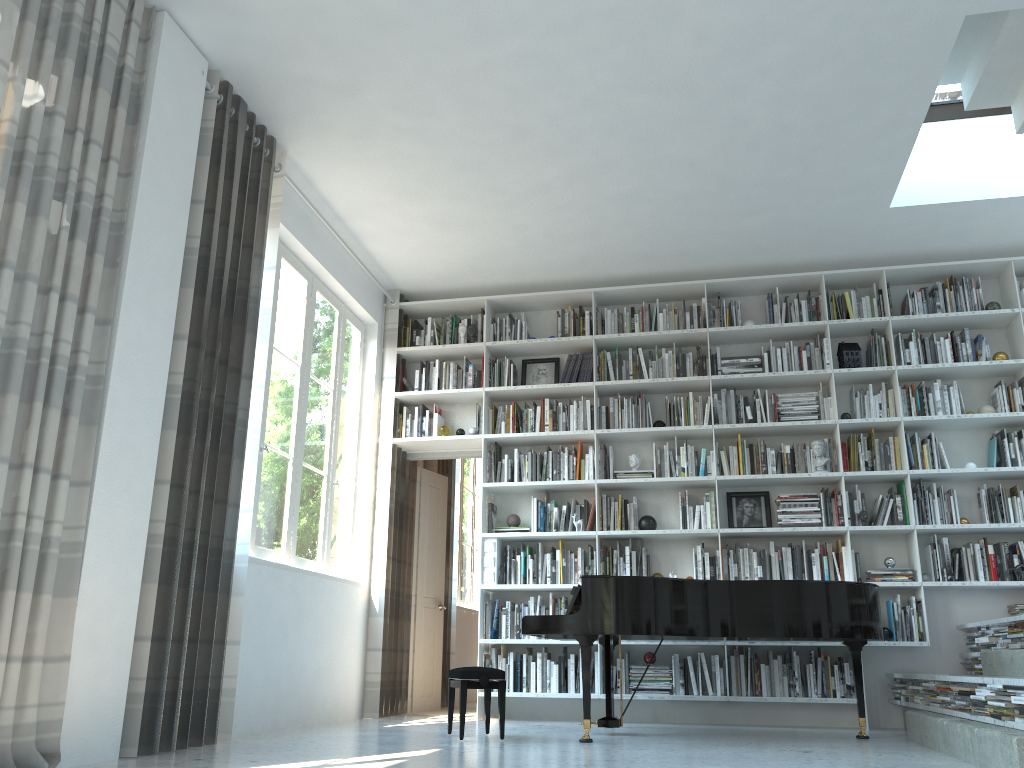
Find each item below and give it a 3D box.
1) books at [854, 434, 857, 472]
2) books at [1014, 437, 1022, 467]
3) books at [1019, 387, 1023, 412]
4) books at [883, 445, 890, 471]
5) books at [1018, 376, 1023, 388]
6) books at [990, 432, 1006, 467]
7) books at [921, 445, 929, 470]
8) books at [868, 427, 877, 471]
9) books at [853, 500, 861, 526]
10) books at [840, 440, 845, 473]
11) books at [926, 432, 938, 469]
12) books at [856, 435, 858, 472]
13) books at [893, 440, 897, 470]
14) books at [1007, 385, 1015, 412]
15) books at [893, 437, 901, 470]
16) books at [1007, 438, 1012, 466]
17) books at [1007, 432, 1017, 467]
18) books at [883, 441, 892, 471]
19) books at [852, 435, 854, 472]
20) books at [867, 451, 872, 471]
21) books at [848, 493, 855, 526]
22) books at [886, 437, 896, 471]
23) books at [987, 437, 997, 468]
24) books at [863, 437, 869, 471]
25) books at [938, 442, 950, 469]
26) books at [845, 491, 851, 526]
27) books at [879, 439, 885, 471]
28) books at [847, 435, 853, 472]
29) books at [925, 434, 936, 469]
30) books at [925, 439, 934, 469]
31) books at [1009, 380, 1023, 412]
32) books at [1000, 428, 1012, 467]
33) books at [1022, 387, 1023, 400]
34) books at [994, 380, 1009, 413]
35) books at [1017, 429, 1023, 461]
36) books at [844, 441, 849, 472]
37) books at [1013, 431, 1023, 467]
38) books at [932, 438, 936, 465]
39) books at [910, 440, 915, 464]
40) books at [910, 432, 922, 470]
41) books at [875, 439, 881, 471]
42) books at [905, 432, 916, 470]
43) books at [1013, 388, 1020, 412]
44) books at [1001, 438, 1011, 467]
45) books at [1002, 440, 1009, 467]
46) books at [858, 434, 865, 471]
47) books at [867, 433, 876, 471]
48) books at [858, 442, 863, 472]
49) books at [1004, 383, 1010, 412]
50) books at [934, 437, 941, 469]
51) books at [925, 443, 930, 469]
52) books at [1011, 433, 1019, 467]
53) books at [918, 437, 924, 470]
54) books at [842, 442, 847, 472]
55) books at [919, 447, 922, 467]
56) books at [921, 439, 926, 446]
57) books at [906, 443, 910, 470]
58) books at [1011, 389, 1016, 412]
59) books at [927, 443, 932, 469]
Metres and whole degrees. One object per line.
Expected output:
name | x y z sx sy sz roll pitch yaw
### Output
books | 2.397 0.512 6.217 0.035 0.292 0.145 -3 -17 12
books | 3.399 0.490 5.999 0.012 0.223 0.178 -3 -17 12
books | 3.475 0.145 6.088 0.013 0.204 0.174 -3 -17 12
books | 2.584 0.542 6.160 0.034 0.203 0.182 -3 -18 12
books | 3.508 0.107 6.090 0.005 0.277 0.183 -3 -17 12
books | 3.308 0.479 6.034 0.021 0.263 0.175 -3 -17 12
books | 2.827 0.532 6.098 0.017 0.191 0.192 -3 -18 12
books | 2.523 0.486 6.205 0.021 0.336 0.170 -3 -17 12
books | 2.362 0.910 6.098 0.027 0.191 0.183 -3 -18 12
books | 2.316 0.540 6.248 0.015 0.254 0.151 -3 -17 12
books | 2.903 0.490 6.123 0.013 0.286 0.159 -3 -17 12
books | 2.413 0.515 6.228 0.035 0.292 0.145 -3 -17 12
books | 2.657 0.527 6.180 0.019 0.247 0.149 -3 -17 12
books | 3.425 0.141 6.119 0.016 0.227 0.160 -3 -17 12
books | 2.676 0.515 6.177 0.033 0.268 0.142 -3 -17 12
books | 3.362 0.496 6.028 0.007 0.229 0.147 -3 -17 12
books | 3.372 0.475 6.016 0.018 0.262 0.165 -3 -17 12
books | 2.613 0.530 6.178 0.028 0.239 0.146 -3 -17 12
books | 2.388 0.517 6.233 0.035 0.292 0.145 -3 -17 12
books | 2.495 0.569 6.208 0.030 0.180 0.132 -3 -17 12
books | 2.339 0.889 6.131 0.028 0.252 0.143 -3 -17 12
books | 2.636 0.514 6.172 0.032 0.265 0.143 -3 -17 12
books | 3.273 0.495 6.044 0.056 0.240 0.154 -3 -17 12
books | 2.470 0.523 6.225 0.035 0.277 0.139 -3 -17 12
books | 2.950 0.520 6.083 0.051 0.209 0.177 -3 -17 12
books | 2.314 0.886 6.141 0.024 0.262 0.154 -3 -17 12
books | 2.559 0.523 6.163 0.027 0.241 0.189 -3 -17 12
books | 2.373 0.514 6.226 0.035 0.292 0.145 -3 -17 12
books | 2.887 0.498 6.118 0.006 0.269 0.179 -3 -17 12
books | 2.878 0.514 6.125 0.017 0.242 0.133 -3 -17 12
books | 3.462 0.121 6.100 0.016 0.256 0.176 -3 -17 12
books | 3.353 0.465 6.038 0.013 0.294 0.154 -3 -17 12
books | 3.500 0.144 6.087 0.012 0.205 0.170 -3 -17 12
books | 3.380 0.121 6.122 0.015 0.266 0.164 -3 -17 12
books | 3.439 0.462 5.991 0.012 0.272 0.184 -3 -17 12
books | 2.349 0.545 6.250 0.013 0.246 0.177 -3 -17 12
books | 3.422 0.470 6.016 0.032 0.273 0.155 -3 -17 12
books | 2.894 0.497 6.123 0.006 0.273 0.167 -3 -17 12
books | 2.770 0.521 6.154 0.007 0.243 0.146 -3 -17 12
books | 2.785 0.493 6.121 0.013 0.278 0.192 -3 -17 12
books | 2.541 0.527 6.192 0.033 0.252 0.175 -3 -17 12
books | 2.745 0.496 6.146 0.035 0.287 0.192 -3 -17 12
books | 3.450 0.151 6.104 0.013 0.201 0.174 -3 -17 12
books | 3.337 0.497 6.015 0.013 0.218 0.188 -3 -17 12
books | 3.327 0.502 6.016 0.006 0.209 0.188 -3 -18 12
books | 2.446 0.509 6.210 0.019 0.293 0.164 -3 -17 12
books | 2.506 0.502 6.184 0.019 0.292 0.183 -3 -17 12
books | 2.430 0.541 6.207 0.015 0.231 0.180 -3 -17 12
books | 3.398 0.135 6.126 0.016 0.243 0.152 -3 -17 12
books | 2.926 0.508 6.121 0.007 0.253 0.161 -3 -17 12
books | 2.855 0.530 6.121 0.014 0.208 0.157 -3 -17 12
books | 3.388 0.476 6.013 0.015 0.258 0.152 -3 -17 12
books | 2.818 0.511 6.139 0.013 0.255 0.145 -3 -17 12
books | 2.332 0.544 6.242 0.014 0.243 0.145 -3 -17 12
books | 2.803 0.540 6.128 0.014 0.192 0.147 -3 -17 12
books | 2.844 0.515 6.127 0.008 0.241 0.169 -3 -17 12
books | 2.726 0.532 6.150 0.015 0.219 0.155 -3 -17 12
books | 3.440 0.153 6.118 0.012 0.205 0.138 -3 -17 12
books | 2.863 0.526 6.111 0.007 0.211 0.158 -3 -17 12
